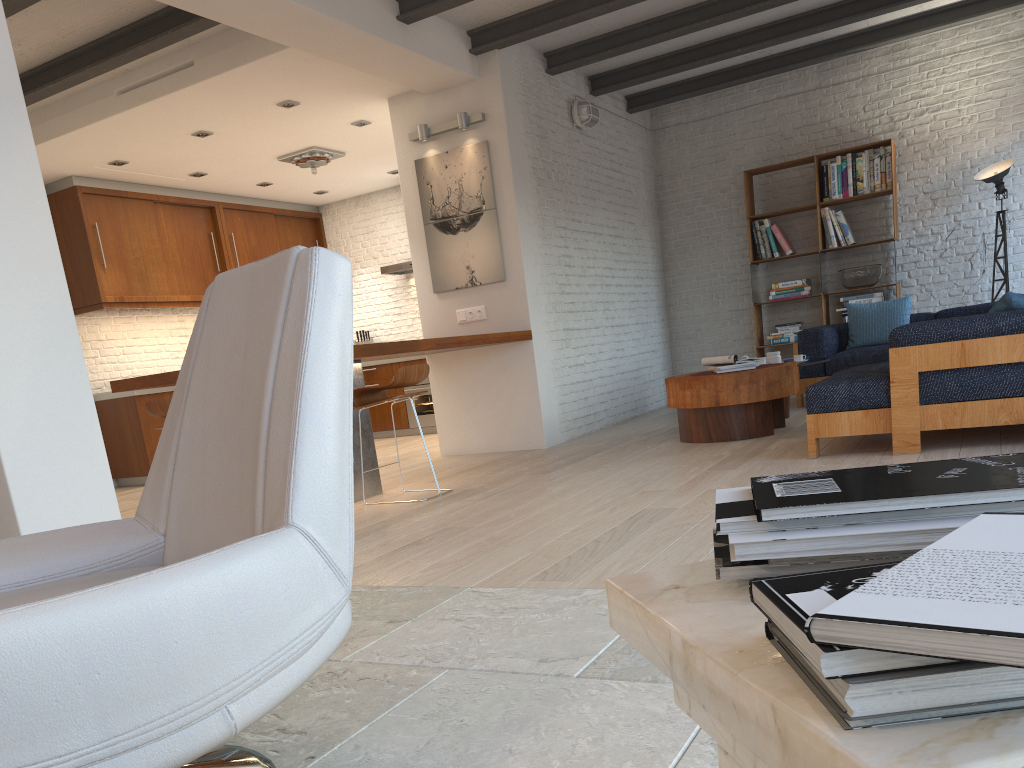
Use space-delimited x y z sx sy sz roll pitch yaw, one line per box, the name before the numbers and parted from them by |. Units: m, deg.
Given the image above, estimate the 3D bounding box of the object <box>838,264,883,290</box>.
object | 3.340 -1.015 8.359 0.397 0.207 0.398 -9 4 -19

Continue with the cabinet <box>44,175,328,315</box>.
cabinet | -3.227 -1.403 9.379 0.463 1.191 3.251 -2 6 29

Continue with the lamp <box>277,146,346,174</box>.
lamp | -1.867 -2.058 8.181 0.452 0.175 0.438 -6 4 29

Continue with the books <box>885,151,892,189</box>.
books | 3.485 -1.947 8.027 0.056 0.338 0.247 -1 10 29

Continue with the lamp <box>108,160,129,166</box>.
lamp | -3.407 -1.929 7.538 0.124 0.056 0.120 -6 4 29

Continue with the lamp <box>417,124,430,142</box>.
lamp | -0.673 -1.910 6.629 0.078 0.107 0.079 -13 10 -32

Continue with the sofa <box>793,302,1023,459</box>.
sofa | 2.841 -0.152 6.023 2.090 0.677 3.842 -6 3 29

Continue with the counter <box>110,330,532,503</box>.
counter | -1.112 0.247 6.142 1.694 0.943 2.428 -5 4 29

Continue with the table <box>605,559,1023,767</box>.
table | 0.422 0.428 0.792 0.492 0.517 0.485 -9 7 -11

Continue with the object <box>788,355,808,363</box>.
object | 2.134 -0.184 6.523 0.155 0.058 0.263 -6 3 22

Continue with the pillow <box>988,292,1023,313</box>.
pillow | 2.606 -0.312 4.366 0.561 0.337 0.369 -8 6 -10

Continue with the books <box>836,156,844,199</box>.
books | 3.100 -1.929 8.210 0.036 0.394 0.236 -1 11 29

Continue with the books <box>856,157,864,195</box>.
books | 3.254 -1.919 8.121 0.056 0.338 0.247 -1 10 29

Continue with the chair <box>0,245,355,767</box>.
chair | -0.716 0.301 1.596 1.026 1.043 0.948 -1 10 45

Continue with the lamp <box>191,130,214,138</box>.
lamp | -2.501 -2.035 7.033 0.124 0.056 0.120 -6 4 29

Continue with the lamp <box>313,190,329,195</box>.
lamp | -2.153 -2.172 9.804 0.124 0.056 0.120 -6 4 29

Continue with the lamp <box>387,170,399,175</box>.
lamp | -1.247 -2.278 9.300 0.124 0.056 0.120 -6 4 29

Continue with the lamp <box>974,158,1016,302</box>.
lamp | 4.322 -0.997 7.424 0.507 1.895 0.841 -7 10 1

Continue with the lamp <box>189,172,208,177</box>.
lamp | -2.989 -2.010 8.294 0.124 0.056 0.120 -6 4 29

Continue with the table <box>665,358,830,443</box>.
table | 1.724 0.094 6.538 1.081 0.458 1.782 -5 3 35

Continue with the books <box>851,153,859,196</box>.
books | 3.216 -1.943 8.150 0.036 0.394 0.236 -1 11 29

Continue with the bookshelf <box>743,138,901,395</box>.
bookshelf | 3.034 -1.040 8.475 1.322 2.261 0.353 -2 12 28

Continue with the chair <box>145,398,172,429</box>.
chair | -1.907 0.460 5.276 0.406 0.796 0.408 -2 11 29

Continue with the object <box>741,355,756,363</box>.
object | 1.975 -0.197 7.008 0.190 0.093 0.186 -10 5 -35

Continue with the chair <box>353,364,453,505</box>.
chair | -0.654 0.294 5.175 0.424 0.796 0.391 -2 11 29

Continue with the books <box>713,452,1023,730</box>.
books | 0.357 0.141 0.682 0.391 0.081 0.553 -7 2 13

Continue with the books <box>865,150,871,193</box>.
books | 3.323 -1.956 8.106 0.036 0.394 0.236 -1 11 29

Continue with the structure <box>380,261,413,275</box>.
structure | -1.005 -1.803 9.700 0.990 1.019 0.442 -4 11 29

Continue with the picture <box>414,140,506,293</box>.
picture | -0.404 -1.267 6.730 0.657 1.043 0.019 -3 13 28

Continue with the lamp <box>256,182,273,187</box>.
lamp | -2.570 -2.091 9.049 0.124 0.056 0.120 -6 4 29

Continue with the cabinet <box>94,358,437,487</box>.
cabinet | -1.849 -0.731 9.255 4.768 2.912 2.213 -8 8 -6

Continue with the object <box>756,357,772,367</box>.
object | 1.765 -0.159 6.179 0.147 0.057 0.170 -7 3 18

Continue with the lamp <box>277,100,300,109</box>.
lamp | -1.690 -2.130 6.581 0.124 0.056 0.120 -6 4 29

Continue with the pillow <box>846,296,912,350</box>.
pillow | 3.193 -0.532 7.585 0.558 0.420 0.216 -5 10 28

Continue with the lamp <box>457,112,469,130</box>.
lamp | -0.362 -1.946 6.456 0.078 0.107 0.079 -13 10 -32

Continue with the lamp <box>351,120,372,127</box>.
lamp | -1.271 -2.211 7.337 0.124 0.056 0.120 -6 4 29

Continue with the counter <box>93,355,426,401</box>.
counter | -1.711 -0.197 8.923 3.540 0.072 3.242 -7 2 29

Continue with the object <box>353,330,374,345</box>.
object | -1.811 -0.467 10.663 0.323 0.385 0.064 -3 12 28

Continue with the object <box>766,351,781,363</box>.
object | 1.928 -0.180 6.424 0.108 0.111 0.105 -1 10 45

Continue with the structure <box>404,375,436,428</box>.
structure | -0.822 0.167 9.993 0.672 0.593 0.485 -4 8 29

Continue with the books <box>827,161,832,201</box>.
books | 3.033 -1.908 8.266 0.021 0.369 0.263 -1 11 29
